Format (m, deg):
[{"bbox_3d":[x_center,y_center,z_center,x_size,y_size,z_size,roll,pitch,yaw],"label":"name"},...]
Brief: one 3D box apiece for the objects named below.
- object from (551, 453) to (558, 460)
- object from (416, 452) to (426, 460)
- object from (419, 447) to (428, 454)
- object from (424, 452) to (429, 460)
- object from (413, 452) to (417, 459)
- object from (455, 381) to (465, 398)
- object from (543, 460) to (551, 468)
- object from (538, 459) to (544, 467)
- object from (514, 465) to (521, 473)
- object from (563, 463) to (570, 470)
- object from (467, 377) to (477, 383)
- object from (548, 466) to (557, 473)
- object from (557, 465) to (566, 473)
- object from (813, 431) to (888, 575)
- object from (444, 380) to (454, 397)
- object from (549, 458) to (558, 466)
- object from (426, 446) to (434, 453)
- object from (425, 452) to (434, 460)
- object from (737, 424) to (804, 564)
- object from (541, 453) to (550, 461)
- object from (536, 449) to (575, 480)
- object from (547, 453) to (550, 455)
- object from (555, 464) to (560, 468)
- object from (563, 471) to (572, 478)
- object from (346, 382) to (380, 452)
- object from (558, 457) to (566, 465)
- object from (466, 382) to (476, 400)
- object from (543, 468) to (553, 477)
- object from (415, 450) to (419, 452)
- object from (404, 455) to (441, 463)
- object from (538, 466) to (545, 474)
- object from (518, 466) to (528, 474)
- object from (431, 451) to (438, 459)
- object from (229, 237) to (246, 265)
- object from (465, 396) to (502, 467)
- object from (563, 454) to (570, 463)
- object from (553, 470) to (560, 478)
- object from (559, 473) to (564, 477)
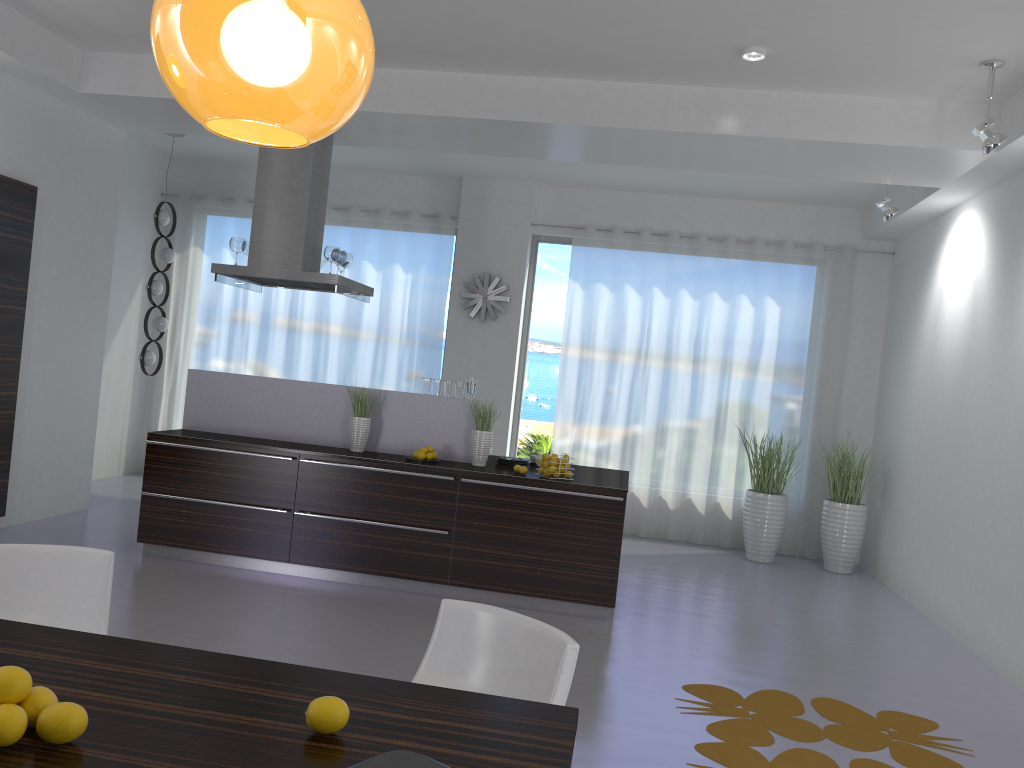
[{"bbox_3d":[0.285,0.491,5.924,0.051,0.053,0.063,6,1,9],"label":"object"},{"bbox_3d":[-0.621,0.489,6.037,0.070,0.058,0.060,6,1,7],"label":"object"},{"bbox_3d":[-0.605,0.457,6.082,0.061,0.047,0.053,6,1,11],"label":"object"},{"bbox_3d":[-0.596,0.492,6.123,0.057,0.060,0.071,6,1,9],"label":"object"},{"bbox_3d":[-0.651,0.490,6.088,0.063,0.051,0.053,6,1,12],"label":"object"},{"bbox_3d":[-0.374,0.041,6.323,0.071,0.119,0.072,5,1,-42],"label":"object"},{"bbox_3d":[0.237,0.535,5.899,0.062,0.053,0.052,6,1,-20],"label":"object"},{"bbox_3d":[0.202,0.529,5.950,0.053,0.051,0.063,6,1,-23],"label":"object"},{"bbox_3d":[0.039,0.571,5.972,0.053,0.051,0.063,6,1,-23],"label":"object"},{"bbox_3d":[0.361,0.550,5.913,0.061,0.054,0.053,6,1,-36],"label":"object"},{"bbox_3d":[-0.291,0.011,6.312,0.071,0.119,0.072,5,1,-42],"label":"object"},{"bbox_3d":[0.264,0.563,5.831,0.061,0.054,0.052,6,1,-15],"label":"object"},{"bbox_3d":[0.324,0.561,5.866,0.061,0.055,0.051,6,1,-13],"label":"object"},{"bbox_3d":[3.038,1.076,8.264,0.656,1.334,0.713,6,1,-8],"label":"object"},{"bbox_3d":[-0.454,0.033,6.334,0.071,0.119,0.072,5,1,-42],"label":"object"},{"bbox_3d":[0.273,0.517,5.857,0.061,0.052,0.053,6,1,21],"label":"object"},{"bbox_3d":[-0.566,0.450,6.118,0.053,0.048,0.063,6,1,-26],"label":"object"},{"bbox_3d":[-0.567,0.495,6.072,0.061,0.054,0.052,6,1,-15],"label":"object"},{"bbox_3d":[2.382,1.007,8.321,0.713,1.334,0.656,6,1,8],"label":"object"},{"bbox_3d":[0.226,0.488,5.912,0.053,0.051,0.063,6,1,-35],"label":"object"},{"bbox_3d":[0.290,0.535,5.923,0.189,0.174,0.207,6,1,-27],"label":"object"},{"bbox_3d":[0.230,0.492,5.965,0.052,0.060,0.057,6,1,-4],"label":"object"},{"bbox_3d":[0.303,0.555,5.889,0.051,0.053,0.062,6,1,16],"label":"object"},{"bbox_3d":[0.372,0.602,5.893,0.062,0.052,0.053,5,1,-43],"label":"object"},{"bbox_3d":[-1.075,0.225,6.217,0.269,0.502,0.247,6,1,8],"label":"object"},{"bbox_3d":[0.330,0.511,5.872,0.051,0.053,0.063,6,1,21],"label":"object"},{"bbox_3d":[-0.295,0.050,6.312,0.071,0.119,0.072,5,1,-42],"label":"object"},{"bbox_3d":[0.243,0.587,5.885,0.064,0.063,0.074,6,1,28],"label":"object"},{"bbox_3d":[-0.651,0.485,6.144,0.052,0.054,0.061,6,1,-35],"label":"object"},{"bbox_3d":[-0.614,0.517,6.088,0.232,0.020,0.232,6,1,16],"label":"object"},{"bbox_3d":[0.207,0.577,5.933,0.060,0.057,0.052,6,1,10],"label":"object"},{"bbox_3d":[0.074,0.575,5.918,0.063,0.051,0.053,6,1,12],"label":"object"},{"bbox_3d":[-0.543,0.493,6.125,0.063,0.053,0.051,5,1,-42],"label":"object"},{"bbox_3d":[-2.091,-0.998,6.740,0.125,0.221,0.125,6,1,33],"label":"object"},{"bbox_3d":[-0.195,0.318,6.121,0.269,0.502,0.247,6,1,-39],"label":"object"},{"bbox_3d":[0.360,0.500,5.932,0.050,0.060,0.059,6,1,7],"label":"object"},{"bbox_3d":[0.293,0.594,5.856,0.051,0.053,0.063,6,1,16],"label":"object"},{"bbox_3d":[0.325,0.599,5.930,0.061,0.055,0.050,6,1,-37],"label":"object"}]
